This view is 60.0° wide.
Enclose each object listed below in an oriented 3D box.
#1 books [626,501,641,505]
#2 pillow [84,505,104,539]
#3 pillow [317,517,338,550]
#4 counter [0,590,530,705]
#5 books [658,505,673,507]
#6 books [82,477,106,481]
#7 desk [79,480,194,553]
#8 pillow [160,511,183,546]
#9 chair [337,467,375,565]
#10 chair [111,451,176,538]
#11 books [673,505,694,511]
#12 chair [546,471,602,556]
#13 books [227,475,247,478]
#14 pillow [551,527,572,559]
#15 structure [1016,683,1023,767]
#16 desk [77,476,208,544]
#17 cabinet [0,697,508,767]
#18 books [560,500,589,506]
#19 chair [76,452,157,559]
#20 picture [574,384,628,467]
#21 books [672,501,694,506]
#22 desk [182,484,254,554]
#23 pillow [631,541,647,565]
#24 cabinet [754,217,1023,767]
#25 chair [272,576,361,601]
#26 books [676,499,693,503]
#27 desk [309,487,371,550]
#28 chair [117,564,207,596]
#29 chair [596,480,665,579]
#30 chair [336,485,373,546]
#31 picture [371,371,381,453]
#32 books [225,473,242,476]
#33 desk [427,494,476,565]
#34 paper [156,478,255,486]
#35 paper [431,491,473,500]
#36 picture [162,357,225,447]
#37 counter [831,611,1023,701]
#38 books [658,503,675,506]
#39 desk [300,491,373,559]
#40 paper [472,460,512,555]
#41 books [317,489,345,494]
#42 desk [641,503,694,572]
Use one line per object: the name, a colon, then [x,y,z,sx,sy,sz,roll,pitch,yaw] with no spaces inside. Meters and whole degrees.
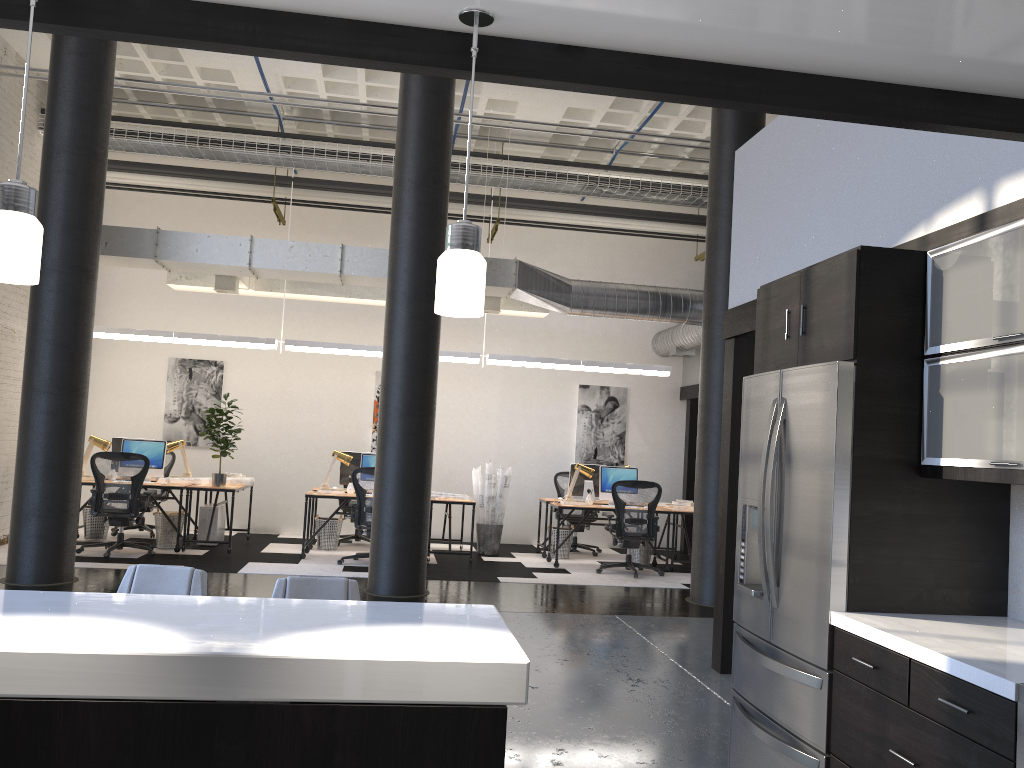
books: [1.505,1.536,11.523,0.309,0.038,0.226,4,-4,-8]
pillow: [-4.885,1.621,10.376,0.239,0.406,0.120,4,-3,-7]
pillow: [-2.237,1.818,10.761,0.239,0.406,0.120,4,-3,-7]
counter: [-1.116,0.556,1.820,2.293,0.095,0.977,4,-4,-8]
books: [2.032,1.567,11.367,0.243,0.019,0.205,6,-5,-30]
books: [-4.752,1.056,9.946,0.309,0.038,0.226,4,-4,-8]
desk: [-4.343,1.458,9.884,1.401,0.724,0.530,4,-3,-8]
pillow: [-3.928,1.664,10.215,0.239,0.406,0.120,4,-3,-7]
chair: [-1.523,1.455,9.813,0.771,1.085,0.792,5,-4,-24]
chair: [-4.605,1.356,11.199,0.771,1.085,0.792,5,-4,-24]
books: [2.146,1.529,10.970,0.271,0.050,0.200,2,-4,20]
chair: [0.902,1.742,12.020,0.771,1.085,0.792,5,-4,-24]
books: [-3.452,1.150,10.993,0.257,0.044,0.193,3,-4,10]
pillow: [0.622,2.007,11.197,0.239,0.406,0.120,4,-3,-7]
structure: [1.555,1.122,1.787,0.621,0.901,0.845,4,-4,-8]
desk: [-4.453,1.510,10.723,1.401,0.724,0.530,4,-3,-8]
cabinet: [-1.410,1.047,1.955,2.692,0.909,1.371,4,-4,-8]
books: [0.755,1.442,10.767,0.309,0.038,0.226,4,-4,-8]
chair: [-4.171,1.258,9.428,0.771,1.085,0.792,5,-4,-24]
picture: [1.289,0.621,12.839,0.731,1.182,0.049,4,-3,-8]
books: [2.144,1.484,10.999,0.257,0.044,0.193,0,-5,40]
desk: [-3.438,1.547,10.441,0.529,0.724,1.402,4,-4,-8]
pillow: [1.579,2.050,11.036,0.239,0.406,0.120,4,-3,-7]
cabinet: [-0.121,0.394,1.661,4.232,2.313,4.278,4,-4,-8]
chair: [-0.621,1.105,2.666,0.579,0.983,0.502,4,-3,-11]
books: [2.139,1.451,10.987,0.185,0.030,0.153,2,-4,20]
desk: [-1.805,1.706,11.108,1.401,0.724,0.530,4,-3,-8]
chair: [-1.184,1.077,2.724,0.579,0.983,0.502,3,-3,4]
chair: [1.336,1.644,10.249,0.771,1.085,0.792,5,-4,-24]
chair: [-1.957,1.553,11.584,0.771,1.085,0.792,5,-4,-24]
picture: [-1.578,0.433,12.447,0.731,1.182,0.049,4,-3,-8]
books: [-3.449,1.117,10.979,0.185,0.030,0.153,4,-4,-10]
desk: [-0.790,1.743,10.826,0.529,0.724,1.402,4,-4,-8]
paper: [-3.547,1.125,10.287,1.135,0.082,0.083,6,-4,-33]
paper: [-0.781,1.350,10.723,0.568,0.061,0.626,4,-4,-10]
picture: [-4.331,0.254,12.070,0.731,1.182,0.049,4,-3,-8]
counter: [1.511,0.811,2.687,0.676,0.047,0.920,4,-4,-8]
books: [2.026,1.587,11.715,0.200,0.024,0.235,6,-5,-34]
desk: [-1.695,1.654,10.270,1.401,0.724,0.530,4,-3,-8]
paper: [-0.292,1.568,11.327,0.441,1.197,0.412,5,-4,-30]
books: [-2.103,1.252,10.331,0.309,0.038,0.226,4,-4,-8]
desk: [2.069,1.933,11.262,0.529,0.724,1.402,4,-4,-8]
